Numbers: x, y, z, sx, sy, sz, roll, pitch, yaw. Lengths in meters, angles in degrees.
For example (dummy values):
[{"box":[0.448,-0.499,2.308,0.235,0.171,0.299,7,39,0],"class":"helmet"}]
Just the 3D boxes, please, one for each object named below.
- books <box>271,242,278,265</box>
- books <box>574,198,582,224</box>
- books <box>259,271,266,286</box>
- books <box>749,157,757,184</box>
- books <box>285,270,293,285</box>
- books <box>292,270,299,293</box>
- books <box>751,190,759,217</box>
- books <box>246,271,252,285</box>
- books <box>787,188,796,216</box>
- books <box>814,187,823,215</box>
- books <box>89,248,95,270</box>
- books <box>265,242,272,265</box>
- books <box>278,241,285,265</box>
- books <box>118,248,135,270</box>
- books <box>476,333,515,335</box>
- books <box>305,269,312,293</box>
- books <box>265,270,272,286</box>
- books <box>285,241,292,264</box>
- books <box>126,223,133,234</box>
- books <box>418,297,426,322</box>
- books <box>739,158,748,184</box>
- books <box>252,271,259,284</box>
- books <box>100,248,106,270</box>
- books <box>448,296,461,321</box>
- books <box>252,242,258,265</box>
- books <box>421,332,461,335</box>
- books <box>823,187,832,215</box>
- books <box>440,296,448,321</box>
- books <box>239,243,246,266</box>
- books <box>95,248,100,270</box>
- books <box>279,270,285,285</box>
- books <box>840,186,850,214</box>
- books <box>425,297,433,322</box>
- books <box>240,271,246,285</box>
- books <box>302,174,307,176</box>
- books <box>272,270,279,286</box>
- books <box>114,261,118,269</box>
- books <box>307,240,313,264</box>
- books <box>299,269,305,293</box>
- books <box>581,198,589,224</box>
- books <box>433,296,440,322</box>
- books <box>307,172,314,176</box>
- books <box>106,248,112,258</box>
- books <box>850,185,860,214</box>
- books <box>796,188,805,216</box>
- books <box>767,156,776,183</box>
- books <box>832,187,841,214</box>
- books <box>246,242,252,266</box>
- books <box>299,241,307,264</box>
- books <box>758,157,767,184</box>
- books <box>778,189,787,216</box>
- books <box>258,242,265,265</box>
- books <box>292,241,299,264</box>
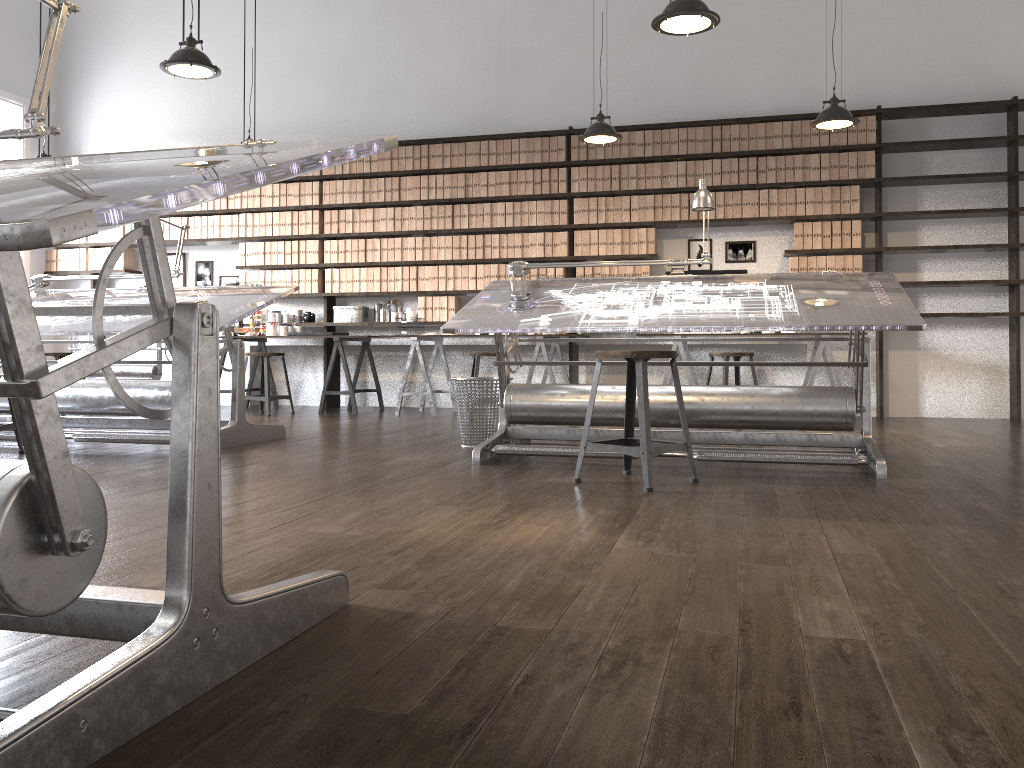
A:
[{"box":[-2.214,-1.232,8.423,0.067,0.226,0.174,0,0,15],"class":"books"},{"box":[0.585,-1.482,7.674,0.067,0.226,0.174,0,0,15],"class":"books"},{"box":[-2.342,-0.962,8.447,0.067,0.226,0.174,0,0,15],"class":"books"},{"box":[1.985,-1.738,7.299,0.067,0.226,0.174,0,0,15],"class":"books"},{"box":[-2.069,-0.959,8.372,0.067,0.226,0.174,0,0,15],"class":"books"},{"box":[-2.000,-0.958,8.354,0.067,0.226,0.174,0,0,15],"class":"books"},{"box":[1.999,-1.469,7.289,0.067,0.226,0.174,0,0,15],"class":"books"},{"box":[-2.471,-0.963,8.486,0.067,0.226,0.174,0,0,15],"class":"books"},{"box":[2.275,-1.466,7.221,0.067,0.226,0.174,0,0,15],"class":"books"},{"box":[2.473,-1.465,7.167,0.067,0.226,0.174,0,0,15],"class":"books"},{"box":[-4.189,-1.250,8.949,0.067,0.226,0.174,0,0,15],"class":"books"},{"box":[-2.282,-1.232,8.441,0.067,0.226,0.174,0,0,15],"class":"books"},{"box":[-2.146,-1.231,8.400,0.067,0.226,0.174,0,0,15],"class":"books"},{"box":[-3.858,-1.247,8.864,0.067,0.226,0.174,0,0,15],"class":"books"},{"box":[-0.153,-0.478,7.521,0.294,0.147,0.385,0,2,15],"class":"books"},{"box":[-1.874,-0.958,8.327,0.067,0.226,0.174,0,0,15],"class":"books"},{"box":[-2.273,-0.961,8.433,0.067,0.226,0.174,0,0,15],"class":"books"},{"box":[-2.076,-1.230,8.386,0.067,0.226,0.174,0,0,15],"class":"books"},{"box":[-3.772,-1.516,8.843,0.067,0.226,0.174,0,0,15],"class":"books"},{"box":[-0.788,-0.673,8.023,0.067,0.226,0.174,0,0,15],"class":"books"},{"box":[1.915,-1.739,7.324,0.067,0.226,0.174,0,0,15],"class":"books"},{"box":[-2.411,-0.962,8.468,0.067,0.226,0.174,0,0,15],"class":"books"},{"box":[-4.058,-1.249,8.917,0.067,0.226,0.174,0,0,15],"class":"books"},{"box":[-0.516,-0.671,7.957,0.067,0.226,0.174,0,0,15],"class":"books"},{"box":[-2.412,-1.233,8.475,0.067,0.226,0.174,0,0,15],"class":"books"},{"box":[-0.582,-0.420,7.451,0.354,0.029,0.256,1,2,15],"class":"books"},{"box":[2.537,-1.464,7.145,0.067,0.226,0.174,0,0,15],"class":"books"},{"box":[-0.586,-0.671,7.971,0.067,0.226,0.174,0,0,15],"class":"books"},{"box":[-2.544,-1.235,8.506,0.067,0.226,0.174,0,0,15],"class":"books"},{"box":[-4.119,-1.249,8.932,0.067,0.226,0.174,0,0,15],"class":"books"},{"box":[-2.139,-0.960,8.394,0.067,0.226,0.174,0,0,15],"class":"books"},{"box":[2.672,-1.463,7.115,0.067,0.226,0.174,0,0,15],"class":"books"},{"box":[-0.722,-0.673,8.012,0.067,0.226,0.174,0,0,15],"class":"books"},{"box":[-2.537,-0.963,8.498,0.067,0.226,0.174,0,0,15],"class":"books"},{"box":[-1.928,-2.052,8.362,0.067,0.226,0.174,0,0,15],"class":"books"},{"box":[-2.205,-0.961,8.416,0.067,0.226,0.174,0,0,15],"class":"books"},{"box":[-3.925,-1.248,8.884,0.067,0.226,0.174,0,0,15],"class":"books"},{"box":[-1.860,-1.228,8.326,0.067,0.226,0.174,0,0,15],"class":"books"},{"box":[-1.937,-0.958,8.341,0.067,0.226,0.174,0,0,15],"class":"books"},{"box":[0.645,-1.481,7.653,0.067,0.226,0.174,0,0,15],"class":"books"},{"box":[-0.653,-0.672,7.993,0.067,0.226,0.174,0,0,15],"class":"books"},{"box":[-1.861,-2.051,8.341,0.067,0.226,0.174,0,0,15],"class":"books"},{"box":[-3.995,-1.248,8.895,0.067,0.226,0.174,0,0,15],"class":"books"},{"box":[2.739,-1.462,7.093,0.067,0.226,0.174,0,0,15],"class":"books"},{"box":[2.342,-1.466,7.199,0.067,0.226,0.174,0,0,15],"class":"books"},{"box":[2.127,-1.737,7.262,0.067,0.226,0.174,0,0,15],"class":"books"},{"box":[2.603,-1.463,7.134,0.067,0.226,0.174,0,0,15],"class":"books"},{"box":[-2.473,-1.234,8.489,0.067,0.226,0.174,0,0,15],"class":"books"},{"box":[-1.932,-1.229,8.348,0.067,0.226,0.174,0,0,15],"class":"books"},{"box":[2.059,-1.738,7.285,0.067,0.226,0.174,0,0,15],"class":"books"},{"box":[2.208,-1.467,7.241,0.067,0.226,0.174,0,0,15],"class":"books"},{"box":[-2.349,-1.233,8.453,0.067,0.226,0.174,0,0,15],"class":"books"},{"box":[-2.005,-1.230,8.362,0.067,0.226,0.174,0,0,15],"class":"books"}]
